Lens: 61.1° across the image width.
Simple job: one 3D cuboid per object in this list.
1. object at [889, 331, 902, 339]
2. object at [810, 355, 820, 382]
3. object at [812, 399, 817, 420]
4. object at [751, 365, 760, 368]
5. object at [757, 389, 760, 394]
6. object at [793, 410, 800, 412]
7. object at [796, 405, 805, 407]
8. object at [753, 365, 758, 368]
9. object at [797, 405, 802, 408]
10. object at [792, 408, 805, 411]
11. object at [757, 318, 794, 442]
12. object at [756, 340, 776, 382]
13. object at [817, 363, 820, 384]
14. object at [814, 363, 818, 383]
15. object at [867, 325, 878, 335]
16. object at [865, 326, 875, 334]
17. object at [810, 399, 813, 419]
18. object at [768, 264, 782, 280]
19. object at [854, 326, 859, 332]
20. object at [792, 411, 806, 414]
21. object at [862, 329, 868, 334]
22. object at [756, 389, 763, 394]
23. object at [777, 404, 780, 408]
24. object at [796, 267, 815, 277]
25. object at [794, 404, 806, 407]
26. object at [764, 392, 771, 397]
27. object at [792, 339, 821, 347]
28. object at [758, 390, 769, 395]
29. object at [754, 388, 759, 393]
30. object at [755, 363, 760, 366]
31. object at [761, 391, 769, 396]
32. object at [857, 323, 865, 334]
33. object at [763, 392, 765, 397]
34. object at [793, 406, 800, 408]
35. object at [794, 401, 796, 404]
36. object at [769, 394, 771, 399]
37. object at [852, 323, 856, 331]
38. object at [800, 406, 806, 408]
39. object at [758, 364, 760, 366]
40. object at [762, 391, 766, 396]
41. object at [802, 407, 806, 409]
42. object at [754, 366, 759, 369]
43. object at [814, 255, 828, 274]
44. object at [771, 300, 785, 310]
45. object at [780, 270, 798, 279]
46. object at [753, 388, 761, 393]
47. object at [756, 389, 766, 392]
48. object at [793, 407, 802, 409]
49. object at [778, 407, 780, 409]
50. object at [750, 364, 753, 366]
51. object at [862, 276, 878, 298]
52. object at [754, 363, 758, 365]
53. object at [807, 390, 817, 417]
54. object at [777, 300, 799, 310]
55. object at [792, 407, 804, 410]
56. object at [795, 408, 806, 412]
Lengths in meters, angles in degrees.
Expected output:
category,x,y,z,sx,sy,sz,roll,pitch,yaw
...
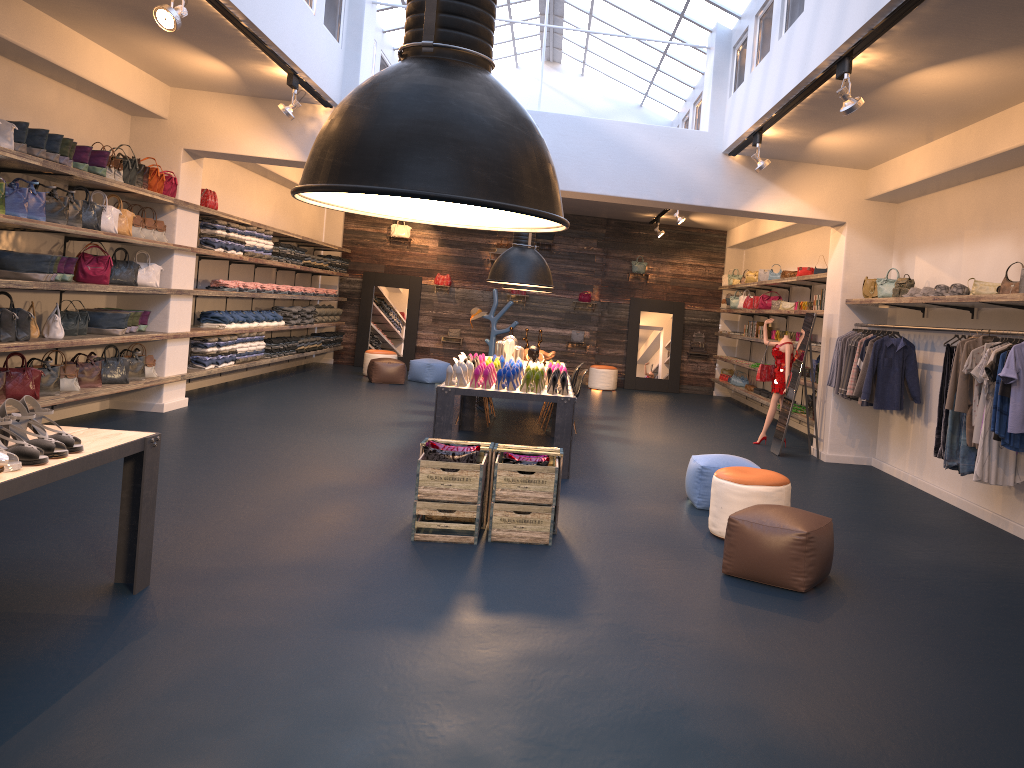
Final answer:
category,x,y,z,sx,sy,sz,roll,pitch,yaw
object,4.040,-0.513,9.146,0.438,0.219,0.010,5,1,-7
object,4.205,-0.207,11.694,0.367,0.390,0.182,6,1,9
object,4.117,0.313,11.431,0.349,0.355,0.160,5,1,-5
object,4.145,-0.293,14.661,0.241,0.058,0.081,4,4,-11
object,4.304,0.140,14.926,0.189,0.087,0.065,5,2,-5
object,4.015,0.396,12.244,0.241,0.058,0.081,4,4,-11
object,4.292,0.341,12.848,0.248,0.075,0.079,4,3,-20
object,4.155,-0.284,14.573,0.241,0.058,0.081,4,4,-11
object,4.262,0.345,12.759,0.252,0.073,0.079,3,4,-28
object,4.073,0.368,12.298,0.235,0.064,0.085,5,3,1
object,3.484,-0.016,11.301,0.367,1.663,0.701,5,1,-22
object,3.410,-0.305,11.540,0.342,0.553,0.084,4,1,-29
object,4.141,-0.162,11.322,0.349,0.355,0.160,5,1,-5
object,4.181,-0.167,11.520,0.374,0.338,0.218,5,2,3
object,4.050,-0.563,9.714,0.438,0.219,0.010,5,1,-7
object,4.054,-0.572,9.811,0.438,0.219,0.010,5,1,-7
object,4.156,0.308,11.629,0.374,0.338,0.218,5,2,3
object,4.347,-1.830,14.271,0.256,0.282,0.103,7,2,32
object,4.069,-0.607,10.231,0.438,0.219,0.010,5,1,-7
object,3.998,0.402,12.152,0.241,0.058,0.081,4,4,-11
object,4.061,-0.584,9.951,0.438,0.219,0.010,5,1,-7
object,4.307,0.134,14.993,0.189,0.087,0.065,5,2,-5
object,4.038,0.333,12.957,0.241,0.058,0.081,4,4,-11
object,4.247,-1.615,12.553,0.258,0.149,0.122,8,3,32
object,4.271,0.327,12.965,0.220,0.053,0.091,8,5,28
object,4.283,0.182,14.438,0.189,0.087,0.065,5,2,-5
object,4.259,-0.566,12.220,0.485,0.060,1.513,5,5,1
object,4.302,0.146,14.857,0.189,0.087,0.065,5,2,-5
object,4.314,0.122,15.133,0.189,0.087,0.065,5,2,-5
object,4.212,-0.312,14.626,0.235,0.064,0.085,5,3,1
object,4.292,0.164,14.645,0.189,0.087,0.065,5,2,-5
object,4.068,-0.598,10.111,0.438,0.219,0.010,5,1,-7
object,4.287,0.176,14.509,0.189,0.087,0.065,5,2,-5
object,4.114,0.341,12.646,0.236,0.067,0.085,5,3,1
object,4.231,0.288,13.213,0.175,0.087,0.070,7,3,25
object,4.270,0.211,14.110,0.176,0.087,0.069,7,3,21
object,4.072,-0.613,10.298,0.438,0.219,0.010,5,1,-7
object,4.285,0.355,12.667,0.253,0.067,0.079,3,4,-27
object,4.235,-0.301,14.533,0.236,0.067,0.085,5,3,1
object,4.290,0.170,14.578,0.189,0.087,0.065,5,2,-5
object,4.252,0.365,12.524,0.220,0.053,0.091,8,5,28
object,4.137,-0.277,14.480,0.241,0.058,0.081,4,4,-11
object,4.221,-1.616,11.831,0.188,0.279,0.063,6,1,28
object,4.313,-1.275,14.070,0.112,0.175,0.248,4,4,-39
object,4.322,-1.678,13.380,0.354,0.141,0.412,6,5,10
object,4.316,0.116,15.200,0.189,0.087,0.065,5,2,-5
object,4.311,0.128,15.063,0.189,0.087,0.065,5,2,-5
object,4.079,0.353,12.479,0.237,0.063,0.083,5,3,-1
object,4.024,0.349,12.773,0.241,0.058,0.081,4,4,-11
object,4.159,-0.308,14.845,0.241,0.058,0.081,4,4,-11
object,4.216,-1.102,10.069,0.300,0.283,0.216,7,3,26
object,4.219,-0.327,14.806,0.237,0.063,0.083,5,3,-1
object,4.180,0.268,11.803,0.367,0.390,0.182,6,1,9
object,4.287,-1.228,13.536,0.336,0.174,0.249,9,5,40
object,4.103,0.364,12.386,0.235,0.068,0.084,5,3,1
object,4.095,0.379,12.205,0.236,0.067,0.085,5,3,1
